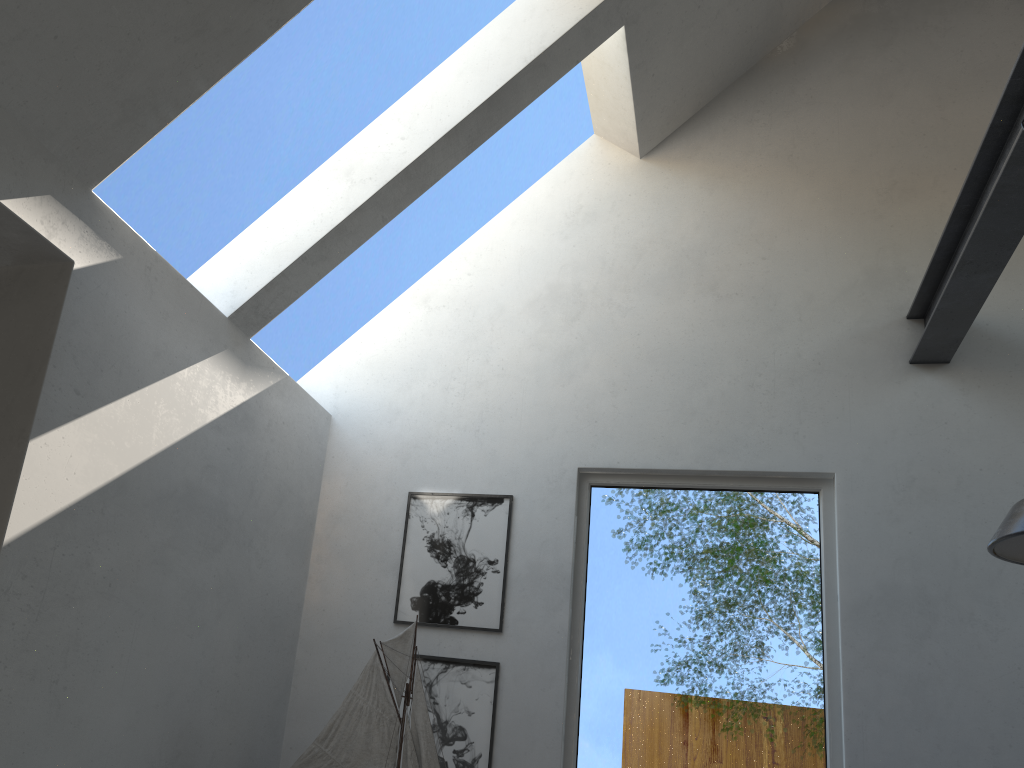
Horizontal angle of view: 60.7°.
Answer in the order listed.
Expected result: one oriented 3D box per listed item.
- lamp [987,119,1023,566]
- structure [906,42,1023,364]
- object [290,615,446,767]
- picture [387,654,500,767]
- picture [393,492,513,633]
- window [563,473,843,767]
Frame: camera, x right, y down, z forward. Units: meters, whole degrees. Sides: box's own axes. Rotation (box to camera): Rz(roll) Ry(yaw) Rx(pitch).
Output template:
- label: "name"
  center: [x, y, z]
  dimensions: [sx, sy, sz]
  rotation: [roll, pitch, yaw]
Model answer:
- label: "lamp"
  center: [1.288, -0.159, 1.981]
  dimensions: [0.446, 1.065, 0.429]
  rotation: [0, -19, 16]
- label: "structure"
  center: [1.560, -0.297, 3.139]
  dimensions: [0.141, 0.202, 2.517]
  rotation: [1, -23, 13]
- label: "object"
  center: [-0.521, 1.310, 3.134]
  dimensions: [0.820, 0.962, 0.139]
  rotation: [-1, -19, 19]
- label: "picture"
  center: [-0.302, 1.398, 3.529]
  dimensions: [0.490, 0.567, 0.025]
  rotation: [-1, -19, 19]
- label: "picture"
  center: [-0.248, 0.750, 3.737]
  dimensions: [0.490, 0.567, 0.025]
  rotation: [-1, -19, 19]
- label: "window"
  center: [0.695, 1.367, 3.289]
  dimensions: [1.023, 2.067, 0.058]
  rotation: [-1, -19, 19]
